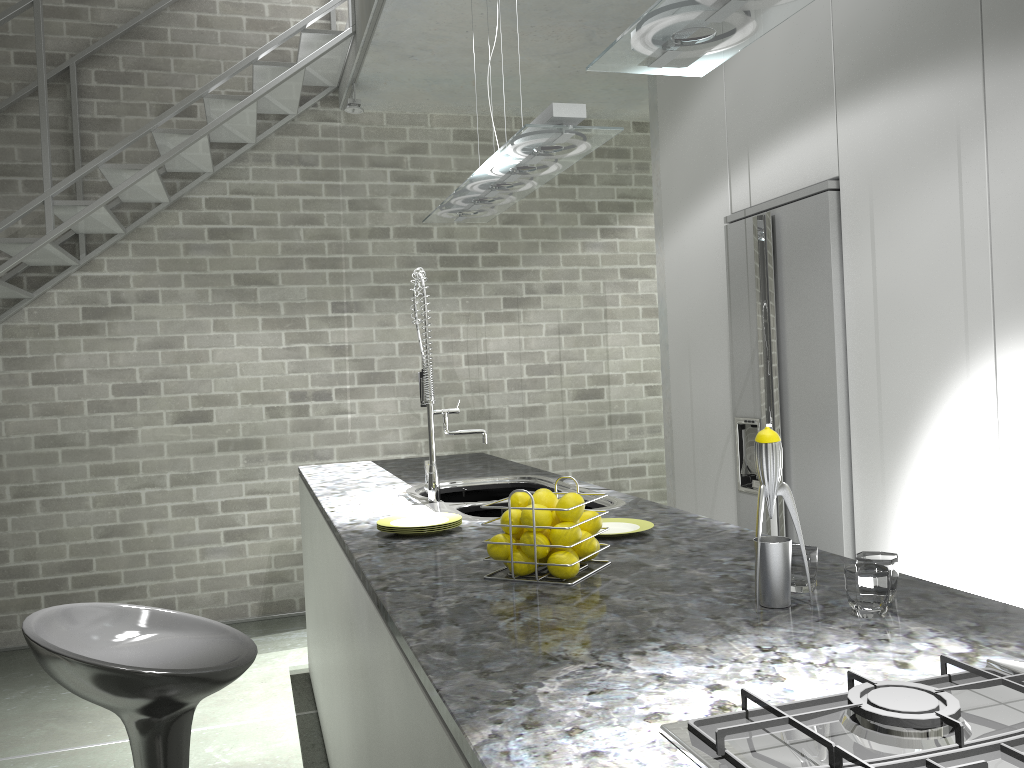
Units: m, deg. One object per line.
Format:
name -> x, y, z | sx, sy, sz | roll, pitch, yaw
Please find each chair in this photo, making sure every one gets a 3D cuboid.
chair -> -0.727, 0.921, 1.839 | 0.464, 0.931, 0.457 | -3, 1, -3

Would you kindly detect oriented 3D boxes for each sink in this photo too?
sink -> -0.042, 0.129, 2.864 | 0.546, 1.023, 0.987 | -3, 1, -17

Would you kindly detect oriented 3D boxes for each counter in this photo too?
counter -> 0.074, 0.842, 2.205 | 0.900, 0.960, 4.400 | -3, 1, -17

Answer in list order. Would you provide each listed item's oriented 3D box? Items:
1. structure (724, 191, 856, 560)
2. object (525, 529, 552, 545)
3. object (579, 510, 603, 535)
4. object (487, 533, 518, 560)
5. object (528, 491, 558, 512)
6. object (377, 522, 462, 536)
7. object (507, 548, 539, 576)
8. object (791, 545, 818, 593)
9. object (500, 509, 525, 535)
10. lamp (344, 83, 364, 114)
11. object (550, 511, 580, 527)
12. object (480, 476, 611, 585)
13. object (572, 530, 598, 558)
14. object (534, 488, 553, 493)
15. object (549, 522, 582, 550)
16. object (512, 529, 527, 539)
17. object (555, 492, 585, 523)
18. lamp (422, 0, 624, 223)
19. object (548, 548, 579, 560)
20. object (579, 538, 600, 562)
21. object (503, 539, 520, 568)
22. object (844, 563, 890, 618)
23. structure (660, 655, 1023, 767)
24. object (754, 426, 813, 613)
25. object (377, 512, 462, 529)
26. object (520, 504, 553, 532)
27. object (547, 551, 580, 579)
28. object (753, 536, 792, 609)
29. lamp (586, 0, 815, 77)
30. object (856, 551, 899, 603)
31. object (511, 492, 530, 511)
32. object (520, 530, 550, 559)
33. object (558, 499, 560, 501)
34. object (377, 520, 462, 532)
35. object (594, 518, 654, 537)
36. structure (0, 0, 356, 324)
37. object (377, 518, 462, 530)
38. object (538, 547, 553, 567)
structure -> 1.150, 0.240, 3.627 | 0.160, 1.900, 0.743 | -3, 1, -17
object -> 0.049, 0.301, 1.715 | 0.062, 0.053, 0.051 | -3, 1, -19
object -> 0.151, 0.281, 1.778 | 0.060, 0.055, 0.053 | -3, 1, 17
object -> -0.019, 0.315, 1.715 | 0.061, 0.054, 0.052 | -2, 1, 40
object -> 0.062, 0.238, 1.755 | 0.063, 0.053, 0.051 | -3, 1, -25
object -> -0.235, 0.367, 2.262 | 0.217, 0.017, 0.216 | -3, 1, 16
object -> 0.021, 0.342, 1.702 | 0.063, 0.053, 0.051 | -3, 1, -19
object -> 0.489, 0.315, 1.513 | 0.064, 0.070, 0.063 | -2, 1, 21
object -> 0.003, 0.268, 1.725 | 0.053, 0.052, 0.061 | -3, 1, -13
lamp -> 1.773, -1.664, 2.782 | 6.854, 0.136, 0.110 | -2, 1, 38
object -> 0.101, 0.268, 1.734 | 0.061, 0.051, 0.055 | -3, 1, -32
object -> 0.068, 0.281, 1.746 | 0.189, 0.174, 0.207 | -2, 1, 28
object -> 0.136, 0.314, 1.737 | 0.062, 0.053, 0.052 | -3, 1, 10
object -> 0.066, 0.244, 1.823 | 0.057, 0.060, 0.052 | -3, 1, -38
object -> 0.101, 0.288, 1.682 | 0.061, 0.054, 0.053 | -3, 1, 20
object -> 0.019, 0.288, 1.777 | 0.062, 0.053, 0.052 | -2, 1, 35
object -> 0.111, 0.238, 1.697 | 0.059, 0.060, 0.050 | -3, 1, -27
lamp -> -0.060, -1.185, 3.159 | 0.290, 0.964, 1.490 | -3, 1, -17
object -> 0.100, 0.340, 1.717 | 0.061, 0.055, 0.050 | -3, 1, 19
object -> 0.147, 0.332, 1.787 | 0.061, 0.053, 0.053 | -3, 1, 18
object -> 0.016, 0.340, 1.760 | 0.074, 0.063, 0.064 | -3, 1, -6
object -> 0.541, 0.315, 1.352 | 0.063, 0.070, 0.064 | -3, 1, -9
structure -> 0.467, 0.343, 0.786 | 0.500, 0.038, 0.500 | -3, 1, -17
object -> 0.429, 0.211, 1.418 | 0.088, 0.288, 0.101 | -3, 1, 13
object -> -0.236, 0.353, 2.262 | 0.217, 0.017, 0.216 | -3, 1, 16
object -> 0.046, 0.255, 1.687 | 0.063, 0.053, 0.051 | -3, 1, -14
object -> 0.096, 0.338, 1.658 | 0.062, 0.052, 0.053 | -3, 1, 13
object -> 0.420, 0.302, 1.422 | 0.060, 0.106, 0.060 | -3, 1, -23
lamp -> 0.493, -1.187, 1.303 | 0.290, 0.964, 1.490 | -3, 1, -17
object -> 0.590, 0.311, 1.431 | 0.064, 0.070, 0.063 | -2, 1, 21
object -> 0.019, 0.243, 1.797 | 0.053, 0.051, 0.063 | -2, 1, 21
object -> 0.043, 0.305, 1.685 | 0.061, 0.055, 0.051 | -2, 1, 43
object -> 0.113, 0.255, 1.798 | 0.063, 0.051, 0.053 | -3, 1, 19
object -> -0.235, 0.363, 2.262 | 0.217, 0.017, 0.216 | -3, 1, 16
object -> 0.230, 0.347, 2.120 | 0.217, 0.017, 0.216 | -3, 1, 9
structure -> -2.940, -0.662, 4.262 | 4.345, 4.246, 0.902 | -3, 1, -17
object -> -0.236, 0.358, 2.262 | 0.217, 0.017, 0.216 | -3, 1, 16
object -> 0.059, 0.332, 1.760 | 0.052, 0.060, 0.057 | -3, 1, -21
